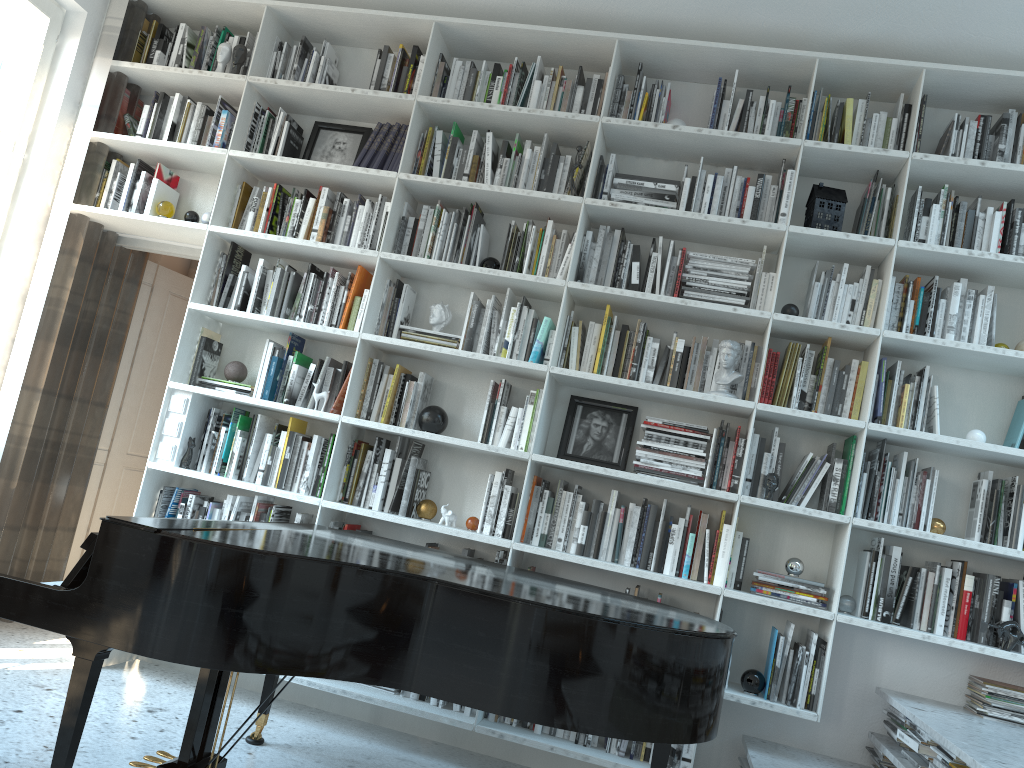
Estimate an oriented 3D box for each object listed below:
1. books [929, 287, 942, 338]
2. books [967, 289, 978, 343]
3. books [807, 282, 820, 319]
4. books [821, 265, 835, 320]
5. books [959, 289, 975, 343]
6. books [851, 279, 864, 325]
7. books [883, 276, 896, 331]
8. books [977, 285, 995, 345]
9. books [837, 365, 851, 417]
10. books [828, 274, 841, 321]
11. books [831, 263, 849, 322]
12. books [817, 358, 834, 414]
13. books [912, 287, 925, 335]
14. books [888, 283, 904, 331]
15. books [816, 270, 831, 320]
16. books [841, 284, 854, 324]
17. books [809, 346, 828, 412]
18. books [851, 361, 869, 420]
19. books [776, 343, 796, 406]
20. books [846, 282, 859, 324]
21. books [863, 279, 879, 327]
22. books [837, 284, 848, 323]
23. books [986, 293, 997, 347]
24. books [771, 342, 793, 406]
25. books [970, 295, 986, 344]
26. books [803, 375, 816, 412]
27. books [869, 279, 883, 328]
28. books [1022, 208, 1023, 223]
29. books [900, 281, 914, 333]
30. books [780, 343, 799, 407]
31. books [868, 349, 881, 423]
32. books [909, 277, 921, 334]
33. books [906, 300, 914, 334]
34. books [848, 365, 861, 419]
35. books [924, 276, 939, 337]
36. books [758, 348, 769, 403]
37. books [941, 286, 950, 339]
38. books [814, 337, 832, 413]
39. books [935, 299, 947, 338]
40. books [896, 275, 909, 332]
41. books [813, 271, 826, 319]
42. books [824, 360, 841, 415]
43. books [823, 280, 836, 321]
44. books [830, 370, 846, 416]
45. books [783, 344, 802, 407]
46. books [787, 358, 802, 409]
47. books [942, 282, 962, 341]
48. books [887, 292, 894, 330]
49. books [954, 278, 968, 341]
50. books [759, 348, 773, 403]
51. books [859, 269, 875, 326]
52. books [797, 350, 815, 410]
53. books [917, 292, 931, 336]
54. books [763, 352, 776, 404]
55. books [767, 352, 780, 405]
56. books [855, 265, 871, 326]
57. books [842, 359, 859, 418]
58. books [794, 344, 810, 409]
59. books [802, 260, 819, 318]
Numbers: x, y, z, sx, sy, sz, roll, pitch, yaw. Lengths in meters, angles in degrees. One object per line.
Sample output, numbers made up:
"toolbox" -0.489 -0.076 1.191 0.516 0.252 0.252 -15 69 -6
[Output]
"books" 1.697 -0.256 3.605 0.022 0.237 0.164 11 -7 12
"books" 1.839 -0.240 3.598 0.024 0.261 0.134 11 -7 12
"books" 1.244 -0.312 3.697 0.028 0.185 0.181 11 -7 12
"books" 1.305 -0.345 3.707 0.019 0.275 0.146 11 -7 12
"books" 1.810 -0.239 3.582 0.025 0.244 0.183 11 -7 12
"books" 1.413 -0.305 3.674 0.024 0.233 0.150 11 -7 12
"books" 1.521 -0.295 3.644 0.028 0.251 0.190 11 -7 12
"books" 1.879 -0.241 3.564 0.024 0.272 0.170 11 -7 12
"books" 1.344 0.052 3.635 0.028 0.239 0.145 11 -7 12
"books" 1.325 -0.322 3.693 0.023 0.235 0.179 11 -7 12
"books" 1.341 -0.341 3.671 0.028 0.275 0.187 11 -7 12
"books" 1.275 0.032 3.649 0.033 0.252 0.175 11 -7 12
"books" 1.643 -0.264 3.628 0.013 0.236 0.158 11 -7 12
"books" 1.565 -0.280 3.657 0.030 0.242 0.138 11 -7 12
"books" 1.288 -0.335 3.708 0.028 0.249 0.165 11 -7 12
"books" 1.369 -0.295 3.673 0.027 0.196 0.185 11 -7 12
"books" 1.245 0.003 3.636 0.019 0.292 0.182 11 -7 12
"books" 1.408 0.050 3.631 0.033 0.268 0.142 11 -7 12
"books" 1.128 -0.015 3.688 0.035 0.293 0.145 11 -7 12
"books" 1.391 -0.298 3.670 0.029 0.211 0.158 11 -7 12
"books" 1.457 -0.296 3.648 0.028 0.229 0.177 11 -7 12
"books" 1.351 -0.298 3.674 0.024 0.194 0.173 11 -7 12
"books" 1.918 -0.221 3.577 0.034 0.254 0.161 11 -7 12
"books" 1.114 -0.019 3.680 0.035 0.293 0.145 11 -7 12
"books" 1.855 -0.224 3.577 0.021 0.232 0.183 11 -7 12
"books" 1.222 0.061 3.672 0.030 0.181 0.132 11 -7 12
"books" 1.479 -0.295 3.659 0.026 0.237 0.173 11 -7 12
"books" 2.070 -0.582 3.580 0.029 0.285 0.183 11 -7 12
"books" 1.596 -0.279 3.630 0.014 0.247 0.177 11 -7 12
"books" 1.138 -0.015 3.670 0.035 0.293 0.145 11 -7 12
"books" 1.451 0.029 3.602 0.006 0.318 0.165 11 -7 12
"books" 1.639 -0.286 3.653 0.014 0.283 0.135 11 -7 12
"books" 1.608 -0.241 3.634 0.021 0.178 0.137 11 -7 12
"books" 1.388 0.057 3.636 0.019 0.247 0.149 11 -7 12
"books" 1.682 -0.281 3.605 0.014 0.280 0.177 11 -7 12
"books" 1.038 -0.011 3.708 0.014 0.254 0.161 11 -7 12
"books" 1.741 -0.256 3.612 0.011 0.256 0.131 11 -7 12
"books" 1.265 -0.013 3.654 0.021 0.337 0.169 11 -7 12
"books" 1.716 -0.230 3.606 0.025 0.194 0.171 11 -7 12
"books" 1.589 -0.294 3.651 0.014 0.278 0.154 11 -7 12
"books" 1.272 -0.333 3.716 0.024 0.242 0.159 11 -7 12
"books" 1.292 0.037 3.619 0.027 0.241 0.189 11 -7 12
"books" 1.308 -0.310 3.700 0.023 0.207 0.171 11 -7 12
"books" 1.313 0.061 3.620 0.034 0.204 0.181 11 -7 12
"books" 1.153 -0.010 3.682 0.035 0.293 0.145 11 -7 12
"books" 1.164 0.021 3.666 0.015 0.231 0.180 11 -7 12
"books" 1.757 -0.259 3.584 0.030 0.262 0.182 11 -7 12
"books" 1.541 -0.267 3.664 0.013 0.209 0.140 11 -7 12
"books" 1.793 -0.266 3.605 0.027 0.295 0.159 11 -7 12
"books" 1.053 -0.009 3.706 0.015 0.255 0.151 11 -7 12
"books" 1.449 -0.320 3.670 0.025 0.277 0.173 11 -7 12
"books" 1.207 0.009 3.680 0.035 0.278 0.139 11 -7 12
"books" 1.660 -0.250 3.625 0.026 0.215 0.161 11 -7 12
"books" 1.068 -0.001 3.701 0.014 0.244 0.145 11 -7 12
"books" 1.085 0.002 3.709 0.013 0.246 0.177 11 -7 12
"books" 1.436 -0.330 3.676 0.028 0.293 0.154 11 -7 12
"books" 1.369 0.042 3.627 0.032 0.266 0.143 11 -7 12
"books" 1.186 -0.007 3.663 0.019 0.294 0.164 11 -7 12
"books" 1.246 -0.360 3.726 0.018 0.285 0.160 11 -7 12
